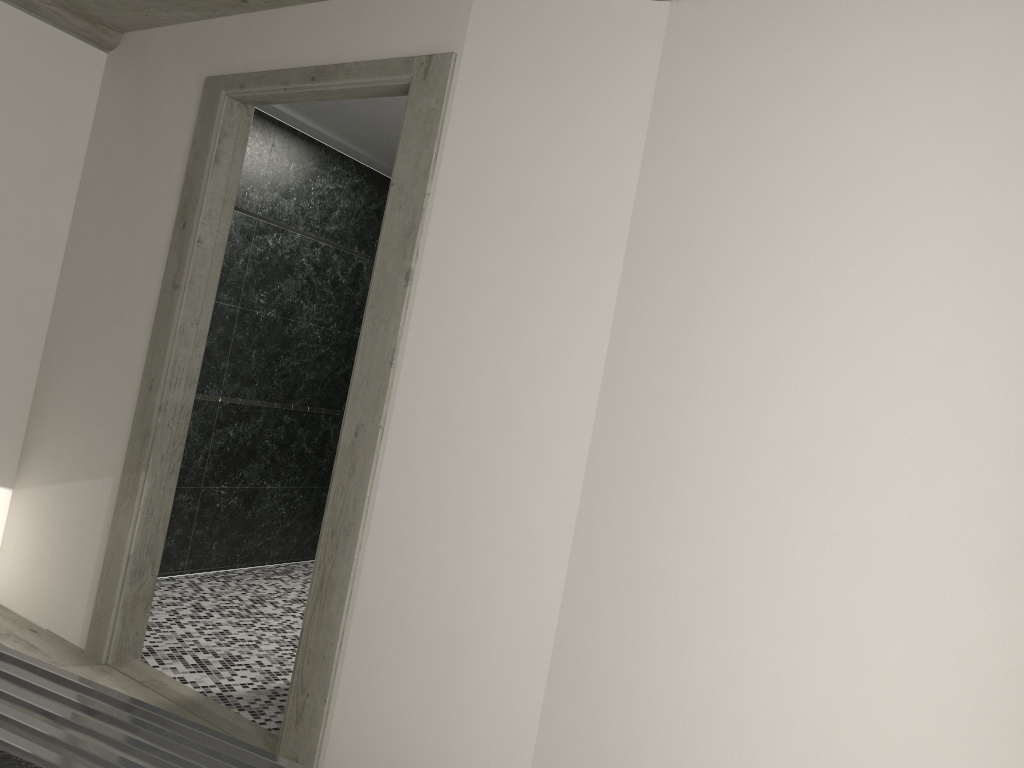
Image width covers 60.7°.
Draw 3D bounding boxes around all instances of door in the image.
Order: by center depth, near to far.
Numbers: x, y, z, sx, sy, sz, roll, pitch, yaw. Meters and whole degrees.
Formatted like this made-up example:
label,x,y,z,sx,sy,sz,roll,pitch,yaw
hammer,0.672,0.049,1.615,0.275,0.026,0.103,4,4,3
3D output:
label,x,y,z,sx,sy,sz,roll,pitch,yaw
door,-0.667,0.059,3.793,1.397,2.519,1.119,9,-3,35

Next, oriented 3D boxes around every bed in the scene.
label,x,y,z,sx,sy,sz,roll,pitch,yaw
bed,-1.638,0.258,0.056,2.350,1.625,3.208,10,-2,27

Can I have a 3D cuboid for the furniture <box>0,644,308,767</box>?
label,x,y,z,sx,sy,sz,roll,pitch,yaw
furniture,-1.166,0.924,1.723,1.743,0.560,0.618,10,-2,24
